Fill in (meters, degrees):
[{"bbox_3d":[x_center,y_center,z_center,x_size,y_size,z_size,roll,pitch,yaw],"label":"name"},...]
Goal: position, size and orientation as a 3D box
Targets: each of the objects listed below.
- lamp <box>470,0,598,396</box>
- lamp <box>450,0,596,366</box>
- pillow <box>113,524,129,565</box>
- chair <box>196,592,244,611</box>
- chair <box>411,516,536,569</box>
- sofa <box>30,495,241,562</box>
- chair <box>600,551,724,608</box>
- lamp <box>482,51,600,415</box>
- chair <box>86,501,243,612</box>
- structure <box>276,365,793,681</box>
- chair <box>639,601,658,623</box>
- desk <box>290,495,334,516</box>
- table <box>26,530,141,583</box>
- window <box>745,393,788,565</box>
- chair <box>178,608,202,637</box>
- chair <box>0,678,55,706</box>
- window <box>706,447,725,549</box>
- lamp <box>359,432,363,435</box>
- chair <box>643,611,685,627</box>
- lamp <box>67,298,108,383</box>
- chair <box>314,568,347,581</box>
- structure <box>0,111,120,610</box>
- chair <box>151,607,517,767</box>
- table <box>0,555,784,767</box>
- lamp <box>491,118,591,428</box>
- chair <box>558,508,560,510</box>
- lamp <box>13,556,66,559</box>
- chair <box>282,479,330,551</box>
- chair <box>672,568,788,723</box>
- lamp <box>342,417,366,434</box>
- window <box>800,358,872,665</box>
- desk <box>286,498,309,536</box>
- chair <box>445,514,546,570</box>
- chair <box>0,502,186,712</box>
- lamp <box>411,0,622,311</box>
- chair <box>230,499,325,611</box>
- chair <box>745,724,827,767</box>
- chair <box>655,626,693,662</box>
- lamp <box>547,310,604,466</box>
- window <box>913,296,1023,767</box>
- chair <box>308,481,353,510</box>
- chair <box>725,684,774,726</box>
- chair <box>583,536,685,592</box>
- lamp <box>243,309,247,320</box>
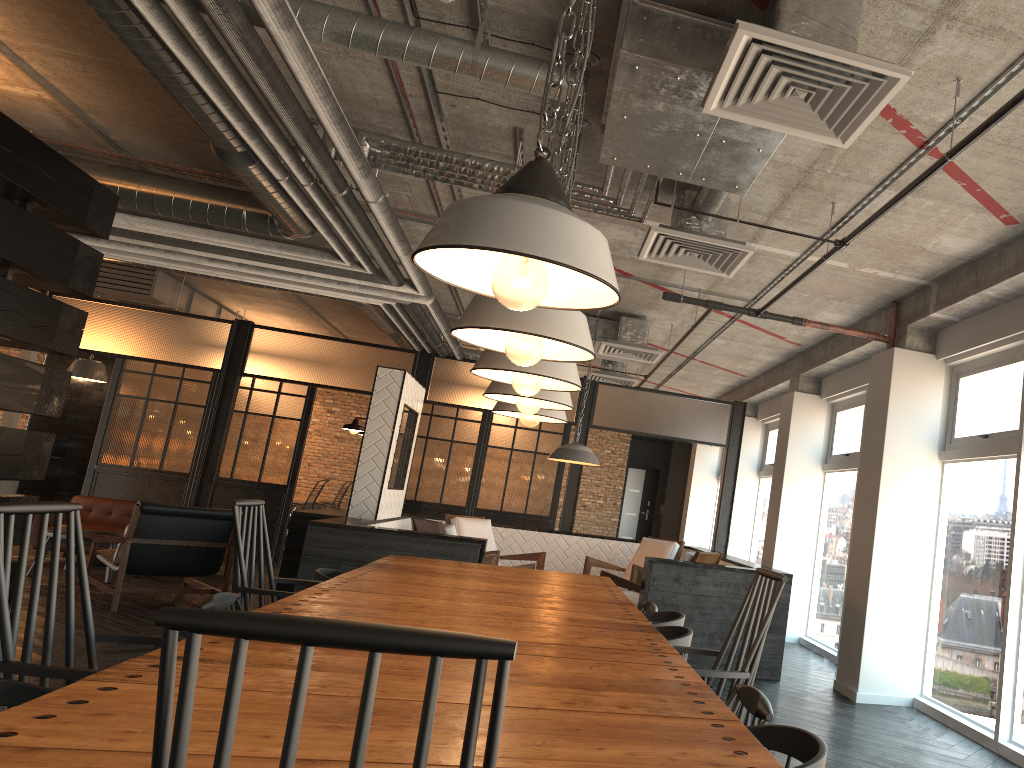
[{"bbox_3d":[0.194,-0.810,2.887,0.364,1.747,0.366,9,-9,6],"label":"lamp"},{"bbox_3d":[0.176,-0.896,2.252,0.404,1.747,0.325,13,-9,-17],"label":"lamp"},{"bbox_3d":[-2.659,1.270,6.492,0.784,0.336,0.216,14,-10,-40],"label":"pillow"},{"bbox_3d":[-0.864,1.107,2.855,0.494,0.730,0.352,10,-9,-8],"label":"chair"},{"bbox_3d":[-0.352,1.605,6.847,1.084,0.911,0.611,14,-10,-36],"label":"chair"},{"bbox_3d":[-3.698,1.513,8.294,1.730,0.640,0.626,9,-8,-12],"label":"sofa"},{"bbox_3d":[1.249,1.853,7.210,0.834,0.912,0.803,4,-9,28],"label":"chair"},{"bbox_3d":[0.212,-0.725,3.523,0.349,1.747,0.380,8,-9,13],"label":"lamp"},{"bbox_3d":[-2.778,1.326,6.616,0.867,0.799,0.864,16,-11,-40],"label":"chair"},{"bbox_3d":[0.307,1.216,7.957,4.219,2.125,3.493,9,-8,-7],"label":"structure"},{"bbox_3d":[0.446,1.443,4.158,0.494,0.730,0.352,10,-9,-8],"label":"chair"},{"bbox_3d":[-3.460,2.111,12.939,0.841,0.724,1.569,8,-8,-1],"label":"desk"},{"bbox_3d":[-3.731,1.522,7.388,0.771,0.373,0.653,9,-8,-11],"label":"table"},{"bbox_3d":[3.396,1.569,10.639,0.255,2.890,2.382,10,-8,3],"label":"window"},{"bbox_3d":[-0.796,1.050,2.402,0.474,0.741,0.353,10,-9,-8],"label":"chair"},{"bbox_3d":[-0.914,0.907,1.423,0.474,0.741,0.353,10,-9,-8],"label":"chair"},{"bbox_3d":[3.472,1.930,13.305,0.255,2.890,2.382,10,-8,3],"label":"window"},{"bbox_3d":[-1.337,0.450,7.957,0.263,0.172,0.165,14,-10,-39],"label":"lamp"},{"bbox_3d":[0.509,1.391,3.750,0.474,0.741,0.353,10,-9,-8],"label":"chair"},{"bbox_3d":[-5.443,-0.795,10.997,0.511,1.511,0.376,18,-12,-43],"label":"lamp"},{"bbox_3d":[-0.733,1.245,3.821,0.474,0.741,0.353,10,-9,-8],"label":"chair"},{"bbox_3d":[-5.982,-0.711,1.774,6.504,2.754,5.167,9,-8,-7],"label":"structure"},{"bbox_3d":[-0.239,0.788,1.023,0.473,1.038,0.476,10,-9,0],"label":"chair"},{"bbox_3d":[-0.165,1.144,2.721,1.243,0.795,3.584,8,-7,1],"label":"table"},{"bbox_3d":[0.230,-0.639,4.158,0.349,1.747,0.380,8,-9,13],"label":"lamp"},{"bbox_3d":[0.275,2.324,12.333,0.743,1.069,0.654,10,-9,-6],"label":"chair"},{"bbox_3d":[-4.804,1.085,8.200,0.468,1.185,0.966,1,-12,44],"label":"lamp"},{"bbox_3d":[-3.035,1.801,11.517,0.743,1.069,0.654,10,-9,-6],"label":"chair"},{"bbox_3d":[0.587,1.125,2.793,0.521,1.038,0.432,10,-9,-7],"label":"chair"},{"bbox_3d":[-1.356,0.358,7.276,0.263,0.172,0.165,14,-10,-39],"label":"lamp"},{"bbox_3d":[3.321,1.209,7.972,0.255,2.890,2.382,10,-8,3],"label":"window"},{"bbox_3d":[-3.504,1.900,11.381,0.841,0.724,1.569,8,-8,-1],"label":"desk"},{"bbox_3d":[-0.215,1.818,8.336,0.818,0.912,0.815,3,-10,33],"label":"chair"},{"bbox_3d":[-0.949,0.814,1.902,0.521,1.038,0.432,10,-9,-7],"label":"chair"},{"bbox_3d":[0.158,-0.982,1.616,0.316,1.747,0.414,3,-11,36],"label":"lamp"},{"bbox_3d":[-0.909,1.005,3.316,0.521,1.038,0.432,10,-9,-7],"label":"chair"},{"bbox_3d":[0.399,1.114,1.747,0.474,0.741,0.353,10,-9,-8],"label":"chair"},{"bbox_3d":[0.436,1.317,3.253,0.474,0.741,0.353,10,-9,-8],"label":"chair"},{"bbox_3d":[0.738,0.004,8.191,0.517,1.553,0.499,9,-9,2],"label":"lamp"},{"bbox_3d":[3.245,0.849,5.311,0.255,2.890,2.382,10,-8,3],"label":"window"},{"bbox_3d":[-2.991,2.014,13.094,0.743,1.069,0.654,10,-9,-6],"label":"chair"},{"bbox_3d":[0.421,1.188,2.245,0.494,0.730,0.352,10,-9,-8],"label":"chair"},{"bbox_3d":[1.272,2.064,8.787,0.612,0.911,1.083,1,-11,44],"label":"chair"},{"bbox_3d":[-3.492,-0.337,12.314,0.310,0.862,3.264,9,-7,3],"label":"lamp"}]
